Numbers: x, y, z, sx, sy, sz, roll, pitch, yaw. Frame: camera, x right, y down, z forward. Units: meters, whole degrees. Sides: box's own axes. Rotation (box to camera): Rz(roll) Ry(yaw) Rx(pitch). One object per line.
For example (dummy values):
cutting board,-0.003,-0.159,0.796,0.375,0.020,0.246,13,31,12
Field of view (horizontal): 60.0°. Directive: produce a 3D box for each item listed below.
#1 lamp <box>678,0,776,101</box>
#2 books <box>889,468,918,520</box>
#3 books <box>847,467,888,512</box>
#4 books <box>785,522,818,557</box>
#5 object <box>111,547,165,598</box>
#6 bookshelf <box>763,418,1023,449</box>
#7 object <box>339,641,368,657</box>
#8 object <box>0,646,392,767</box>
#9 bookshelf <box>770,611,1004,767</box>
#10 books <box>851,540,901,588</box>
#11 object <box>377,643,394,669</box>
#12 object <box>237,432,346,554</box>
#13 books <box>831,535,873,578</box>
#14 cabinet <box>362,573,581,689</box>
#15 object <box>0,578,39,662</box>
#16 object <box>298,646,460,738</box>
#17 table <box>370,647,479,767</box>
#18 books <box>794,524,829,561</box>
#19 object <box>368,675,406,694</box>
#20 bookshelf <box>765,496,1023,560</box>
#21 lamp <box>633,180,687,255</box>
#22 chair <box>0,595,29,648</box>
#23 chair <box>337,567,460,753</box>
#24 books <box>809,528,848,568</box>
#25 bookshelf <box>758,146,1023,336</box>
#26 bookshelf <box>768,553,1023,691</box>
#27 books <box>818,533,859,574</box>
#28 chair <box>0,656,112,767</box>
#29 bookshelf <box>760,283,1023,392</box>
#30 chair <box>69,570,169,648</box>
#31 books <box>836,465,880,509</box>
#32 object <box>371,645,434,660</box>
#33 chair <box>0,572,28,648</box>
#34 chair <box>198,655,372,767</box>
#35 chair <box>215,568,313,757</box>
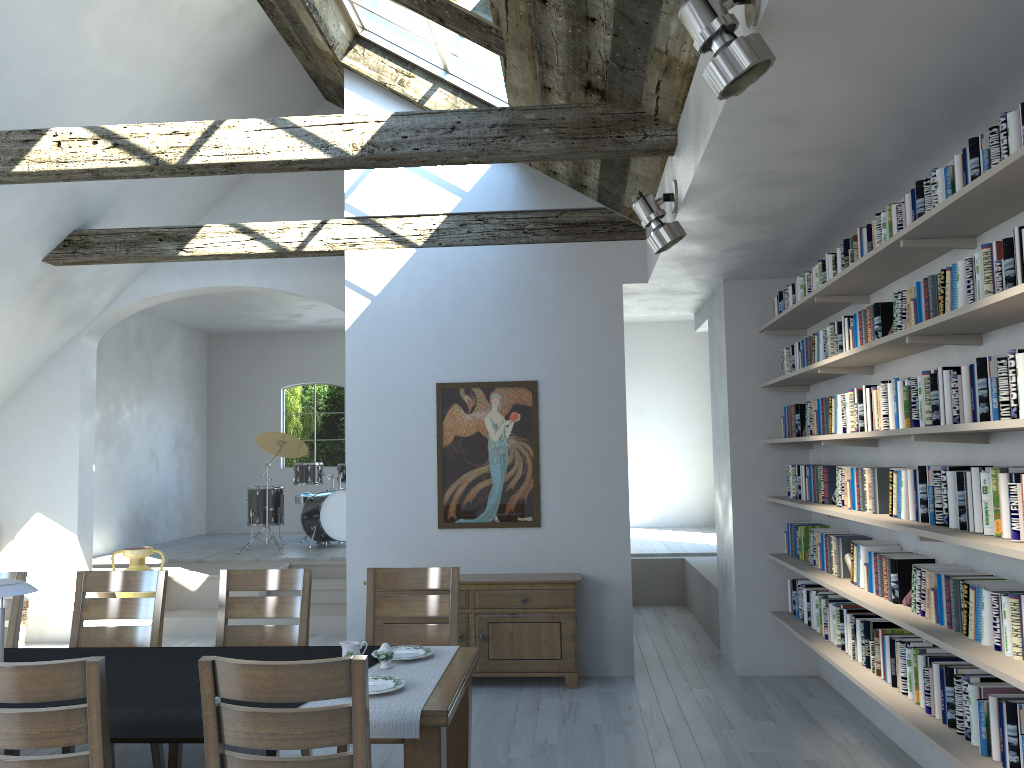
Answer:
lamp,0.633,-1.031,2.603,0.265,0.386,0.235,-3,-5,25
books,1.834,0.494,4.011,0.189,0.228,0.249,-1,-5,4
books,1.877,0.543,4.601,0.209,0.220,0.278,-1,-5,2
books,1.988,1.058,6.038,0.209,0.220,0.278,-1,-5,2
object,-3.487,1.834,8.256,0.402,0.605,0.396,3,-6,-39
bookshelf,1.655,0.111,2.345,0.315,0.070,7.825,-1,-5,4
object,-0.616,1.044,3.428,0.100,0.098,0.071,1,-5,-27
object,-1.682,1.226,3.404,2.456,0.227,1.073,-1,-5,4
bookshelf,1.679,1.293,2.247,0.315,0.070,7.825,-1,-5,4
books,1.886,0.936,4.615,0.189,0.228,0.249,-1,-5,4
object,-0.487,1.042,3.410,0.064,0.092,0.064,0,-5,-19
object,-2.426,1.302,11.059,2.354,1.383,1.465,3,-6,-42
books,1.906,0.967,4.901,0.189,0.229,0.343,-1,-5,4
cabinet,-0.258,1.694,6.106,1.481,0.714,0.383,-1,-5,4
object,-1.980,0.939,3.438,0.251,0.362,0.251,-4,-5,27
object,-1.688,1.154,3.407,2.872,0.077,1.050,-1,-5,4
table,-1.699,1.486,3.377,3.078,0.737,0.939,-1,-5,4
books,1.964,1.032,5.734,0.189,0.224,0.345,-1,-5,4
object,-0.497,1.054,3.089,0.250,0.017,0.253,-1,-5,4
bookshelf,1.663,0.505,2.312,0.315,0.070,7.825,-1,-5,4
lamp,0.773,-0.867,4.625,0.265,0.386,0.235,-3,-5,25
chair,-4.477,1.673,7.456,0.655,1.159,0.552,-4,-5,29
chair,-0.498,1.388,4.108,0.514,1.006,0.605,-1,-5,4
books,1.944,1.009,5.449,0.189,0.228,0.249,-1,-5,4
bookshelf,1.639,-0.677,2.410,0.315,0.070,7.825,-1,-5,4
bookshelf,1.671,0.899,2.280,0.315,0.070,7.825,-1,-5,4
books,1.930,0.991,5.204,0.209,0.220,0.278,-1,-5,2
chair,-1.343,1.289,2.694,0.514,1.006,0.605,-1,-5,4
bookshelf,1.647,-0.283,2.377,0.315,0.070,7.825,-1,-5,4
chair,-1.985,1.426,4.208,0.514,1.006,0.605,-1,-5,4
books,1.892,0.562,4.845,0.189,0.228,0.249,-1,-5,4
object,-0.441,1.094,3.592,0.250,0.017,0.253,-1,-5,4
chair,-2.728,1.445,4.259,0.514,1.006,0.605,-1,-5,4
chair,-0.600,1.270,2.644,0.514,1.006,0.605,-1,-5,4
chair,-1.241,1.407,4.158,0.514,1.006,0.605,-1,-5,4
